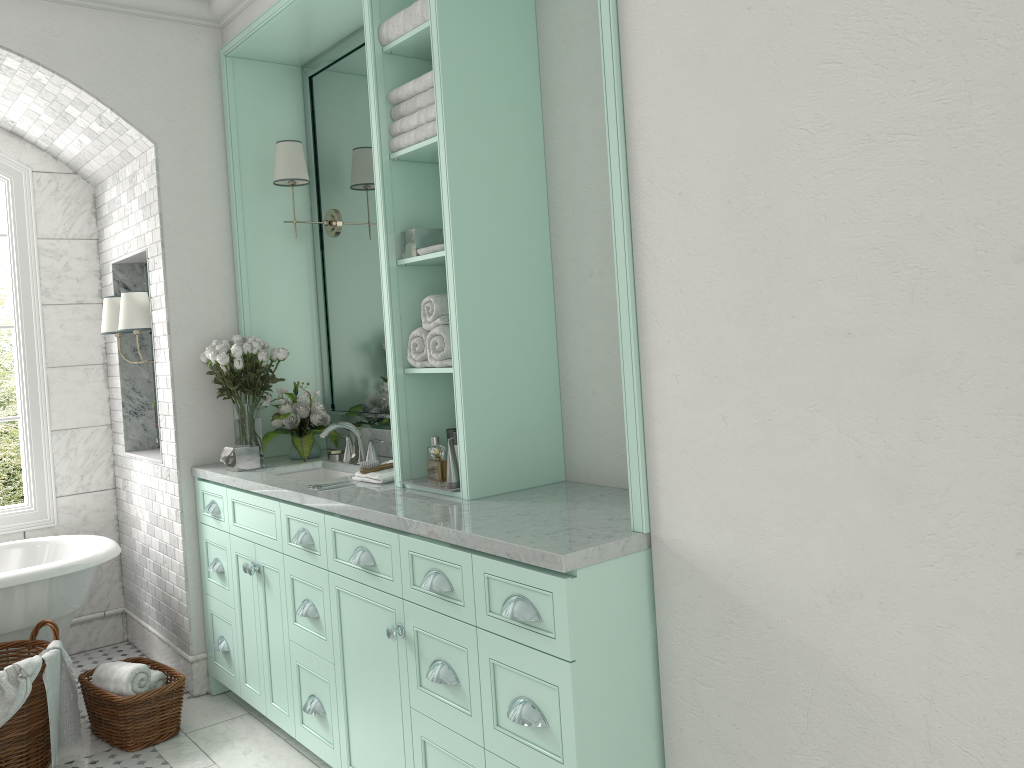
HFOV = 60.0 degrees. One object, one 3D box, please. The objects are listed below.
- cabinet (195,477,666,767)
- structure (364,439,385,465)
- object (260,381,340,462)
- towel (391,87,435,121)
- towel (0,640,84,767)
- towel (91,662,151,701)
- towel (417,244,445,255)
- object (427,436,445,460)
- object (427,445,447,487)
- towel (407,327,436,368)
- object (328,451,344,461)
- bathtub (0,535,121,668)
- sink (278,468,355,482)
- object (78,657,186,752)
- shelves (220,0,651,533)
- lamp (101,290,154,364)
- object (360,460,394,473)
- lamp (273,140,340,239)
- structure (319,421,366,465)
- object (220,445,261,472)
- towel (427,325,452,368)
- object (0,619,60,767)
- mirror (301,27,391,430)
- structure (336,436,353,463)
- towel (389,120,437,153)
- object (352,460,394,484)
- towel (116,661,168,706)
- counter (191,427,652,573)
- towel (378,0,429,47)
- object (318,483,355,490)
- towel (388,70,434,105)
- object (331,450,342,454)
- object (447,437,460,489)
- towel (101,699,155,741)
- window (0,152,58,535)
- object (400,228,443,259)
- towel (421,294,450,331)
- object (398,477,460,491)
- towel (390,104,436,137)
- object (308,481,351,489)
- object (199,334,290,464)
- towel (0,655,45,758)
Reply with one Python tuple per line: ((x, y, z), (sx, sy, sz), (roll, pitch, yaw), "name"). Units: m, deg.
((-0.390, 0.974, 3.560), (0.864, 1.097, 2.796), (-5, 3, -38), "cabinet")
((-0.617, 0.310, 4.052), (0.157, 0.121, 0.083), (-2, 2, 36), "structure")
((-1.059, 0.181, 4.488), (0.395, 0.402, 0.452), (-5, 3, -36), "object")
((-0.152, -1.054, 3.385), (0.495, 0.068, 0.400), (-6, 4, -38), "towel")
((-2.109, 1.362, 3.705), (0.460, 0.469, 0.383), (-4, 2, 1), "towel")
((-1.740, 1.343, 3.954), (0.321, 0.211, 0.149), (-2, 2, 35), "towel")
((-0.156, -0.504, 3.264), (0.317, 0.056, 0.239), (-7, 4, -41), "towel")
((-0.287, 0.284, 3.357), (0.035, 0.170, 0.093), (-4, 2, -38), "object")
((-0.272, 0.299, 3.270), (0.063, 0.147, 0.092), (-5, 2, -33), "object")
((-0.241, -0.148, 3.395), (0.311, 0.163, 0.153), (-6, 3, -38), "towel")
((-0.861, 0.353, 4.338), (0.080, 0.035, 0.133), (-5, 3, -20), "object")
((-2.933, 1.283, 4.064), (2.169, 0.757, 0.941), (-6, 3, -38), "bathtub")
((-0.881, 0.461, 4.020), (0.347, 0.079, 0.602), (-6, 4, -38), "sink")
((-1.729, 1.457, 4.042), (0.550, 0.261, 0.346), (-1, 3, 43), "object")
((-0.392, -0.682, 3.613), (0.465, 2.122, 2.807), (-4, 2, -38), "shelves")
((-2.036, -0.302, 4.841), (0.309, 0.383, 0.547), (-5, 3, -38), "lamp")
((-0.524, 0.334, 3.691), (0.228, 0.044, 0.068), (-5, 3, -29), "object")
((-1.066, -0.985, 4.532), (0.309, 0.487, 0.183), (-5, 2, -39), "lamp")
((-0.772, 0.275, 4.100), (0.103, 0.205, 0.235), (-3, 2, 41), "structure")
((-1.296, 0.350, 4.205), (0.147, 0.113, 0.136), (-6, 3, -42), "object")
((-0.158, -0.147, 3.284), (0.305, 0.159, 0.160), (-6, 3, -38), "towel")
((-2.168, 1.350, 3.704), (0.519, 0.570, 0.519), (-4, 2, -6), "object")
((-0.629, -0.743, 4.233), (0.015, 1.932, 1.435), (-4, 2, -38), "mirror")
((-0.811, 0.311, 4.268), (0.157, 0.121, 0.083), (-2, 2, 36), "structure")
((-0.158, -0.929, 3.374), (0.495, 0.068, 0.400), (-6, 4, -38), "towel")
((-0.526, 0.365, 3.670), (0.239, 0.056, 0.316), (-6, 4, -41), "object")
((-1.731, 1.382, 4.096), (0.312, 0.186, 0.165), (-3, 2, 22), "towel")
((-0.416, 0.339, 3.564), (0.825, 0.181, 2.805), (-6, 4, -38), "counter")
((-0.199, -1.347, 3.367), (0.495, 0.106, 0.399), (-6, 4, -38), "towel")
((-0.685, 0.403, 3.486), (0.167, 0.005, 0.020), (-6, 4, -34), "object")
((-0.164, -1.112, 3.376), (0.495, 0.062, 0.400), (-6, 4, -38), "towel")
((-0.858, 0.333, 4.319), (0.051, 0.022, 0.077), (-5, 3, -17), "object")
((-0.215, 0.284, 3.192), (0.050, 0.179, 0.049), (-4, 1, -36), "object")
((-1.723, 1.491, 3.976), (0.311, 0.163, 0.153), (-1, 3, 42), "towel")
((-3.459, -0.260, 4.594), (1.834, 2.322, 0.118), (-5, 1, -38), "window")
((-0.341, -0.531, 3.368), (0.122, 0.105, 0.118), (-5, 3, -32), "object")
((-0.190, -0.273, 3.340), (0.299, 0.142, 0.168), (-6, 3, -38), "towel")
((-0.157, 0.358, 3.353), (0.439, 0.008, 0.349), (-6, 4, -38), "object")
((-0.158, -0.990, 3.379), (0.495, 0.068, 0.400), (-6, 4, -38), "towel")
((-0.741, 0.403, 3.567), (0.075, 0.007, 0.176), (-1, 4, 44), "object")
((-1.312, 0.079, 4.378), (0.392, 0.653, 0.356), (-4, 2, -26), "object")
((-2.112, 1.344, 3.628), (0.400, 0.438, 0.483), (-5, 3, -37), "towel")
